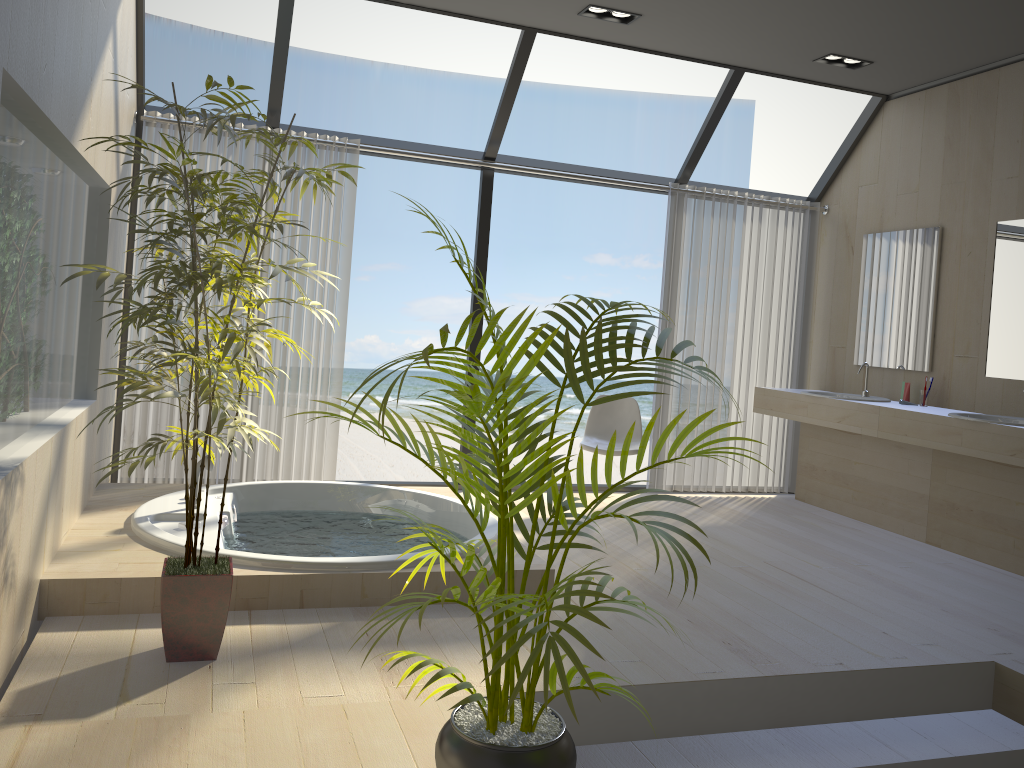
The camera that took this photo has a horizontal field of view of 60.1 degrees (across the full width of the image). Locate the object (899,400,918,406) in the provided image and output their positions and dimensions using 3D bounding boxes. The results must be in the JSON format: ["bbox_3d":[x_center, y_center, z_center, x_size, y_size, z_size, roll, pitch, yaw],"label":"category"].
[{"bbox_3d":[2.332,0.111,5.205,0.104,0.029,0.032,6,3,22],"label":"object"}]

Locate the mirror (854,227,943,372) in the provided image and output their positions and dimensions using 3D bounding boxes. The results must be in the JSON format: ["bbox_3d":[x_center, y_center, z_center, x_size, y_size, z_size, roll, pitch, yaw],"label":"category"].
[{"bbox_3d":[2.426,-0.534,5.595,0.023,0.868,0.655,4,2,-19],"label":"mirror"}]

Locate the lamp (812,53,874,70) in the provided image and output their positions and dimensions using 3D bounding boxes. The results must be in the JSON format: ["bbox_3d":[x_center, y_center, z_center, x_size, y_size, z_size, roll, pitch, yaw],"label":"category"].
[{"bbox_3d":[1.939,-1.935,5.175,0.300,0.112,0.164,3,3,-19],"label":"lamp"}]

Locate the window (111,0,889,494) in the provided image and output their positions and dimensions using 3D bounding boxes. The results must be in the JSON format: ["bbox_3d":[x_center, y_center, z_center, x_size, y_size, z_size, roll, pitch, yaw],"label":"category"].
[{"bbox_3d":[0.090,-0.691,5.416,4.555,2.812,0.746,3,1,-19],"label":"window"}]

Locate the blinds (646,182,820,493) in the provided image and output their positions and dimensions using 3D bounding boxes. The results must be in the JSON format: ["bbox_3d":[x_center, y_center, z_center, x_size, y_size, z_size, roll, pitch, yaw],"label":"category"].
[{"bbox_3d":[1.533,-0.288,6.120,1.181,2.069,0.084,4,0,-19],"label":"blinds"}]

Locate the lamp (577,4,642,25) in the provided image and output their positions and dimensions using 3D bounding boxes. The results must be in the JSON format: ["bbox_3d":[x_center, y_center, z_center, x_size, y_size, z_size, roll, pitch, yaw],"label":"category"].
[{"bbox_3d":[0.521,-2.009,4.694,0.300,0.112,0.164,3,3,-19],"label":"lamp"}]

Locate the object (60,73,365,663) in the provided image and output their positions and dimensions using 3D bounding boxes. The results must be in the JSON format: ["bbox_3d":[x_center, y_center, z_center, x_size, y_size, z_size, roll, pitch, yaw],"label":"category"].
[{"bbox_3d":[-0.979,-0.050,2.697,0.787,1.755,0.936,4,1,6],"label":"object"}]

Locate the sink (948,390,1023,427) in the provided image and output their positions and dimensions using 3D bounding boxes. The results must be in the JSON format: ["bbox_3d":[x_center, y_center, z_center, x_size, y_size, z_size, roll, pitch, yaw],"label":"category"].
[{"bbox_3d":[2.473,0.170,4.411,0.503,0.419,0.575,4,3,-15],"label":"sink"}]

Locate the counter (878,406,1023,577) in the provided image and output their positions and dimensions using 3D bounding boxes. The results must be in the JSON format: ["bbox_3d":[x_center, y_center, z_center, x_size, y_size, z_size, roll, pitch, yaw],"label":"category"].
[{"bbox_3d":[2.476,0.583,4.461,0.550,0.790,1.209,4,3,-19],"label":"counter"}]

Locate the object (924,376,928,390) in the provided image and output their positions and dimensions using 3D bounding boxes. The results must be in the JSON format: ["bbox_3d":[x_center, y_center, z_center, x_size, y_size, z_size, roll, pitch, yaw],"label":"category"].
[{"bbox_3d":[2.421,0.044,5.185,0.012,0.178,0.050,4,1,20],"label":"object"}]

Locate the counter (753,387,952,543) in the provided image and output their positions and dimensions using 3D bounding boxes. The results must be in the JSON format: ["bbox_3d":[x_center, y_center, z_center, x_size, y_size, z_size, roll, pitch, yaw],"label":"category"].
[{"bbox_3d":[2.091,0.478,5.603,0.550,0.790,1.209,4,3,-19],"label":"counter"}]

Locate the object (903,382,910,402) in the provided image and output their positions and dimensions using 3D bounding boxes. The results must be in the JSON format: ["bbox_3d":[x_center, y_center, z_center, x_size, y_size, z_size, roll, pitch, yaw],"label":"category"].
[{"bbox_3d":[2.356,0.058,5.282,0.039,0.135,0.039,5,1,30],"label":"object"}]

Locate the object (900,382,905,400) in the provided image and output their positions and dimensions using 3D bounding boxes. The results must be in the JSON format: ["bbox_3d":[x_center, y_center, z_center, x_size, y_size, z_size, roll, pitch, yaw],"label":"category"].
[{"bbox_3d":[2.389,0.053,5.391,0.039,0.135,0.039,5,1,30],"label":"object"}]

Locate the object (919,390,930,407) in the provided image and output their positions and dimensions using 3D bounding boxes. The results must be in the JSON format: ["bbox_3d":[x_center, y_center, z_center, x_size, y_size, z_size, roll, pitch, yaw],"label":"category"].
[{"bbox_3d":[2.428,0.086,5.214,0.058,0.100,0.058,4,1,-12],"label":"object"}]

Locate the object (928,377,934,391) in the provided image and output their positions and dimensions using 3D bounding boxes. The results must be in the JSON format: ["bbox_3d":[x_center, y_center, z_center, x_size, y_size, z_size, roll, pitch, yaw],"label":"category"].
[{"bbox_3d":[2.447,0.046,5.211,0.054,0.175,0.012,4,0,7],"label":"object"}]

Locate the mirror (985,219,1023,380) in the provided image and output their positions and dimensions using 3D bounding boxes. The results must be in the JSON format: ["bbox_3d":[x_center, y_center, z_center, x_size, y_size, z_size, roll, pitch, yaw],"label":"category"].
[{"bbox_3d":[2.783,-0.442,4.622,0.023,0.868,0.655,4,2,-19],"label":"mirror"}]

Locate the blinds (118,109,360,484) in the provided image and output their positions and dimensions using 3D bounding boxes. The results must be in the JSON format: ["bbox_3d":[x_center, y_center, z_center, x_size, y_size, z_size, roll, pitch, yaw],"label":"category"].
[{"bbox_3d":[-1.542,-0.447,5.076,1.181,2.069,0.084,4,0,-19],"label":"blinds"}]

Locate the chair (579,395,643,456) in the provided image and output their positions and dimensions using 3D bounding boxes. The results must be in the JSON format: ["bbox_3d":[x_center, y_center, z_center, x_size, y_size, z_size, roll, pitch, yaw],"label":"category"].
[{"bbox_3d":[0.623,0.257,5.459,0.369,0.347,0.454,5,3,10],"label":"chair"}]

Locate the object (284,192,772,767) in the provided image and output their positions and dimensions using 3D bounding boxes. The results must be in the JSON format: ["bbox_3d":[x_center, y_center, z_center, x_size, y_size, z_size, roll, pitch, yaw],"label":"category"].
[{"bbox_3d":[0.063,0.279,1.916,1.063,1.344,0.875,3,2,-30],"label":"object"}]

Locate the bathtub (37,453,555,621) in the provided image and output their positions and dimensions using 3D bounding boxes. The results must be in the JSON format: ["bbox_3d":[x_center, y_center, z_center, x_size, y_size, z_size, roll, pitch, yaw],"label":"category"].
[{"bbox_3d":[-0.958,0.685,3.977,1.819,0.698,1.652,3,3,-19],"label":"bathtub"}]

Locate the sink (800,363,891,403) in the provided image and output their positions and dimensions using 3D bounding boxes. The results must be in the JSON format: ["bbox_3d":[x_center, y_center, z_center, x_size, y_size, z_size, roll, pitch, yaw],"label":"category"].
[{"bbox_3d":[2.088,0.066,5.553,0.503,0.419,0.575,4,3,-15],"label":"sink"}]
